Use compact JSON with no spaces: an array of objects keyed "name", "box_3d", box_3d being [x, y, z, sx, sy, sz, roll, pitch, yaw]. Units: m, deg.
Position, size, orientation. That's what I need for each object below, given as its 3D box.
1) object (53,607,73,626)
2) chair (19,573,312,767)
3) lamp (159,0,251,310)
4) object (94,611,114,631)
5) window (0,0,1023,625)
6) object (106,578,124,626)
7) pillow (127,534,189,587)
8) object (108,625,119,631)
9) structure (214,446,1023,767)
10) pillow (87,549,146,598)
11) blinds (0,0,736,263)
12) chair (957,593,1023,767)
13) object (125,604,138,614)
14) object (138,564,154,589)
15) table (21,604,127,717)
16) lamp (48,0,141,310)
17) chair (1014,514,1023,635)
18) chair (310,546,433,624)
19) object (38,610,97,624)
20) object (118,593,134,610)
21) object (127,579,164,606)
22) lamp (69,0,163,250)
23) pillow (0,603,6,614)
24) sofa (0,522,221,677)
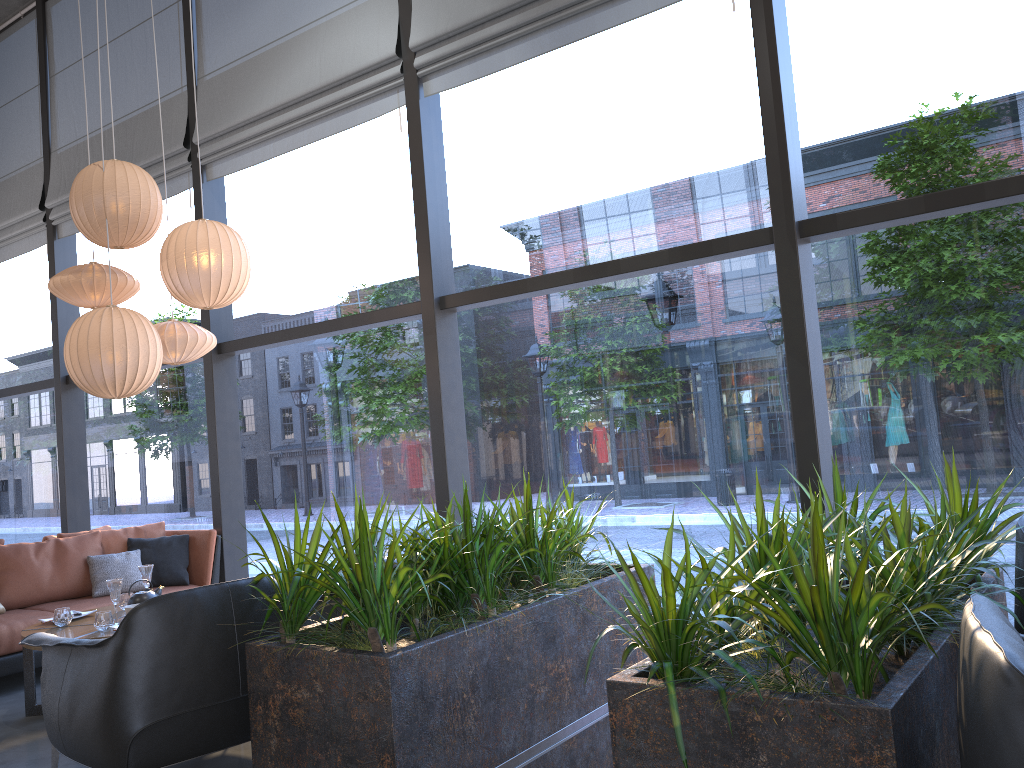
[{"name":"object","box_3d":[-2.293,1.190,4.526,0.086,0.086,0.086,-8,-5,39]},{"name":"chair","box_3d":[-1.279,1.142,3.529,0.833,0.743,1.030,-8,-5,42]},{"name":"lamp","box_3d":[-2.693,-2.084,1.739,0.468,3.124,6.999,-6,-4,16]},{"name":"object","box_3d":[-1.979,1.150,4.302,0.086,0.086,0.086,-8,-5,39]},{"name":"window","box_3d":[-4.177,-0.897,0.032,12.739,5.897,12.900,-7,-5,35]},{"name":"object","box_3d":[-1.961,1.083,4.388,0.082,0.227,0.082,-4,-4,-12]},{"name":"pillow","box_3d":[-2.414,1.207,6.027,0.418,0.345,0.242,-4,-4,-14]},{"name":"object","box_3d":[-1.825,1.169,4.306,0.170,0.025,0.294,-6,-4,16]},{"name":"structure","box_3d":[-5.769,1.523,2.077,15.715,1.608,4.306,-4,-4,-16]},{"name":"pillow","box_3d":[-2.584,1.239,5.800,0.332,0.263,0.203,-2,-5,-34]},{"name":"blinds","box_3d":[-5.282,-2.329,4.384,17.610,2.314,8.760,-4,-4,-11]},{"name":"chair","box_3d":[1.316,0.809,1.682,0.833,0.743,1.030,-6,-4,21]},{"name":"object","box_3d":[-1.935,1.175,4.577,0.116,0.065,0.116,-3,-4,-25]},{"name":"object","box_3d":[-2.030,1.124,4.933,0.082,0.227,0.082,-6,-4,17]},{"name":"table","box_3d":[-2.471,1.539,1.520,10.659,0.968,6.876,-7,-5,36]},{"name":"lamp","box_3d":[-2.404,-1.546,5.006,0.467,2.271,0.467,-5,-4,-1]},{"name":"chair","box_3d":[2.039,0.737,2.672,1.030,0.743,0.833,-2,-5,-40]},{"name":"chair","box_3d":[-0.594,1.149,4.493,0.833,0.743,1.030,-6,-4,21]},{"name":"object","box_3d":[-2.369,1.239,4.694,0.170,0.025,0.294,-6,-4,16]},{"name":"object","box_3d":[-2.121,1.200,4.886,0.086,0.086,0.086,-4,-4,-17]},{"name":"object","box_3d":[-1.962,1.130,4.727,0.163,0.179,0.168,-5,-4,1]},{"name":"lamp","box_3d":[-2.232,-1.917,4.900,0.465,2.374,0.465,-2,-4,-31]},{"name":"pillow","box_3d":[-3.218,1.222,5.154,0.289,0.311,0.393,-6,-4,16]},{"name":"sofa","box_3d":[-2.962,1.371,5.449,0.864,0.811,2.226,-7,-5,35]}]
